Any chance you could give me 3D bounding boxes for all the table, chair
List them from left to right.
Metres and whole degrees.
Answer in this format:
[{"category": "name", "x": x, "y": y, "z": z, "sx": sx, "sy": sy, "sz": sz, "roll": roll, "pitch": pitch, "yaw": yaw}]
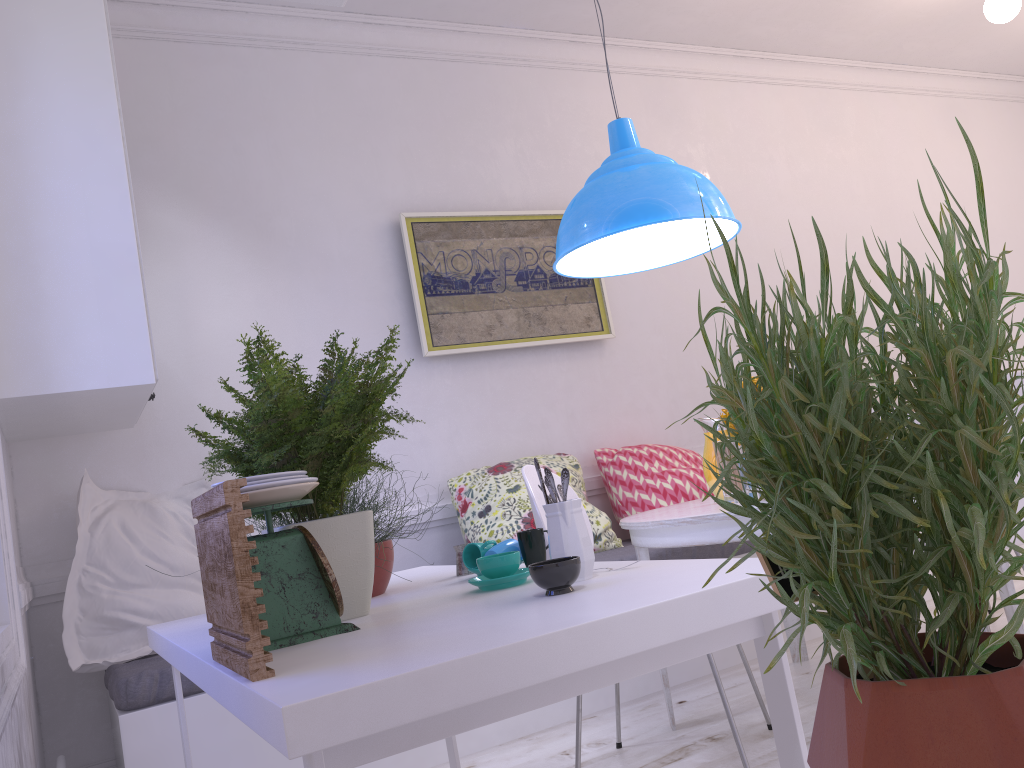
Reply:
[{"category": "table", "x": -0.180, "y": 0.715, "z": 1.646, "sx": 0.736, "sy": 0.619, "sz": 1.514, "roll": -7, "pitch": -8, "yaw": -28}, {"category": "chair", "x": 0.340, "y": 0.585, "z": 2.318, "sx": 0.483, "sy": 0.845, "sz": 0.604, "roll": -13, "pitch": -7, "yaw": 17}, {"category": "table", "x": 0.947, "y": 0.625, "z": 2.677, "sx": 1.140, "sy": 0.629, "sz": 1.140, "roll": -11, "pitch": -7, "yaw": 1}, {"category": "chair", "x": 1.464, "y": 0.488, "z": 3.237, "sx": 0.604, "sy": 0.845, "sz": 0.483, "roll": -11, "pitch": -7, "yaw": 7}, {"category": "chair", "x": 1.211, "y": 0.427, "z": 2.343, "sx": 0.604, "sy": 0.845, "sz": 0.483, "roll": -7, "pitch": -8, "yaw": -28}]

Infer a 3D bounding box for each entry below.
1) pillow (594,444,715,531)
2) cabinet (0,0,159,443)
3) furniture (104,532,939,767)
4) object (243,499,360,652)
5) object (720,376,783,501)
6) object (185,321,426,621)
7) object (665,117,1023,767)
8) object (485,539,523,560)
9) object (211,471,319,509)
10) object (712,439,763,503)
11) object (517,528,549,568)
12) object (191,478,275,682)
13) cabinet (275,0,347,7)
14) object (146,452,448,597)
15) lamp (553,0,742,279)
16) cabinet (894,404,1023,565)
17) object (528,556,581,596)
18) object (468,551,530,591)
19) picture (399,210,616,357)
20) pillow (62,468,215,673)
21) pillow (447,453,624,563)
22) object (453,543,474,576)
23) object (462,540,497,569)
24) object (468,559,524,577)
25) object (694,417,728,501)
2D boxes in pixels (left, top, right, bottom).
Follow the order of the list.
[{"category": "pillow", "x": 0.687, "y": 0.443, "z": 3.894, "sx": 0.587, "sy": 0.424, "sz": 0.491, "roll": -7, "pitch": -7, "yaw": -25}, {"category": "cabinet", "x": -1.408, "y": -0.546, "z": 2.729, "sx": 0.425, "sy": 1.311, "sz": 0.823, "roll": -7, "pitch": -8, "yaw": -28}, {"category": "furniture", "x": 0.259, "y": 0.903, "z": 3.408, "sx": 3.296, "sy": 0.508, "sz": 0.769, "roll": -7, "pitch": -8, "yaw": -28}, {"category": "object", "x": -0.350, "y": 0.289, "z": 1.360, "sx": 0.185, "sy": 0.208, "sz": 0.159, "roll": -7, "pitch": -8, "yaw": -28}, {"category": "object", "x": 0.719, "y": 0.142, "z": 2.484, "sx": 0.234, "sy": 0.351, "sz": 0.235, "roll": -14, "pitch": -8, "yaw": 27}, {"category": "object", "x": -0.342, "y": 0.147, "z": 1.560, "sx": 0.368, "sy": 0.527, "sz": 0.438, "roll": -7, "pitch": -8, "yaw": -28}, {"category": "object", "x": 0.181, "y": 0.064, "z": 0.430, "sx": 0.186, "sy": 0.367, "sz": 0.196, "roll": -13, "pitch": -7, "yaw": 17}, {"category": "object", "x": -0.025, "y": 0.353, "z": 1.824, "sx": 0.069, "sy": 0.058, "sz": 0.080, "roll": -15, "pitch": -8, "yaw": 34}, {"category": "object", "x": -0.380, "y": 0.166, "z": 1.366, "sx": 0.163, "sy": 0.047, "sz": 0.164, "roll": -13, "pitch": -7, "yaw": 21}, {"category": "object", "x": 0.673, "y": 0.250, "z": 2.610, "sx": 0.122, "sy": 0.186, "sz": 0.101, "roll": -11, "pitch": -7, "yaw": 2}, {"category": "object", "x": 0.050, "y": 0.335, "z": 1.806, "sx": 0.070, "sy": 0.077, "sz": 0.055, "roll": -10, "pitch": -7, "yaw": -3}, {"category": "object", "x": -0.376, "y": 0.257, "z": 1.175, "sx": 0.028, "sy": 0.237, "sz": 0.294, "roll": -7, "pitch": -8, "yaw": -28}, {"category": "cabinet", "x": -0.240, "y": -1.039, "z": 0.437, "sx": 0.425, "sy": 1.311, "sz": 0.823, "roll": -7, "pitch": -8, "yaw": -28}, {"category": "object", "x": -0.399, "y": 0.300, "z": 1.906, "sx": 0.531, "sy": 0.367, "sz": 0.668, "roll": -10, "pitch": -7, "yaw": -4}, {"category": "lamp", "x": 0.225, "y": -1.349, "z": 2.767, "sx": 0.568, "sy": 1.948, "sz": 0.568, "roll": -11, "pitch": -7, "yaw": 6}, {"category": "cabinet", "x": 2.147, "y": 0.513, "z": 4.500, "sx": 1.036, "sy": 0.842, "sz": 0.654, "roll": -7, "pitch": -8, "yaw": -28}, {"category": "object", "x": 0.068, "y": 0.289, "z": 1.330, "sx": 0.079, "sy": 0.048, "sz": 0.082, "roll": -13, "pitch": -7, "yaw": 21}, {"category": "object", "x": -0.020, "y": 0.331, "z": 1.571, "sx": 0.121, "sy": 0.055, "sz": 0.121, "roll": -12, "pitch": -7, "yaw": 12}, {"category": "picture", "x": 0.001, "y": -0.472, "z": 3.975, "sx": 0.971, "sy": 0.629, "sz": 0.020, "roll": -7, "pitch": -8, "yaw": -28}, {"category": "pillow", "x": -1.238, "y": 0.581, "z": 3.012, "sx": 0.374, "sy": 0.642, "sz": 0.677, "roll": -15, "pitch": -8, "yaw": 32}, {"category": "pillow", "x": 0.085, "y": 0.512, "z": 3.575, "sx": 0.592, "sy": 0.447, "sz": 0.509, "roll": -8, "pitch": -7, "yaw": -23}, {"category": "object", "x": -0.106, "y": 0.389, "z": 1.973, "sx": 0.052, "sy": 0.067, "sz": 0.066, "roll": -7, "pitch": -8, "yaw": -27}, {"category": "object", "x": -0.053, "y": 0.355, "z": 1.851, "sx": 0.069, "sy": 0.059, "sz": 0.082, "roll": -16, "pitch": -9, "yaw": 39}, {"category": "object", "x": -0.030, "y": 0.381, "z": 1.832, "sx": 0.121, "sy": 0.021, "sz": 0.121, "roll": -12, "pitch": -7, "yaw": 12}, {"category": "object", "x": 0.641, "y": 0.228, "z": 2.720, "sx": 0.116, "sy": 0.267, "sz": 0.094, "roll": -10, "pitch": -7, "yaw": -1}]
